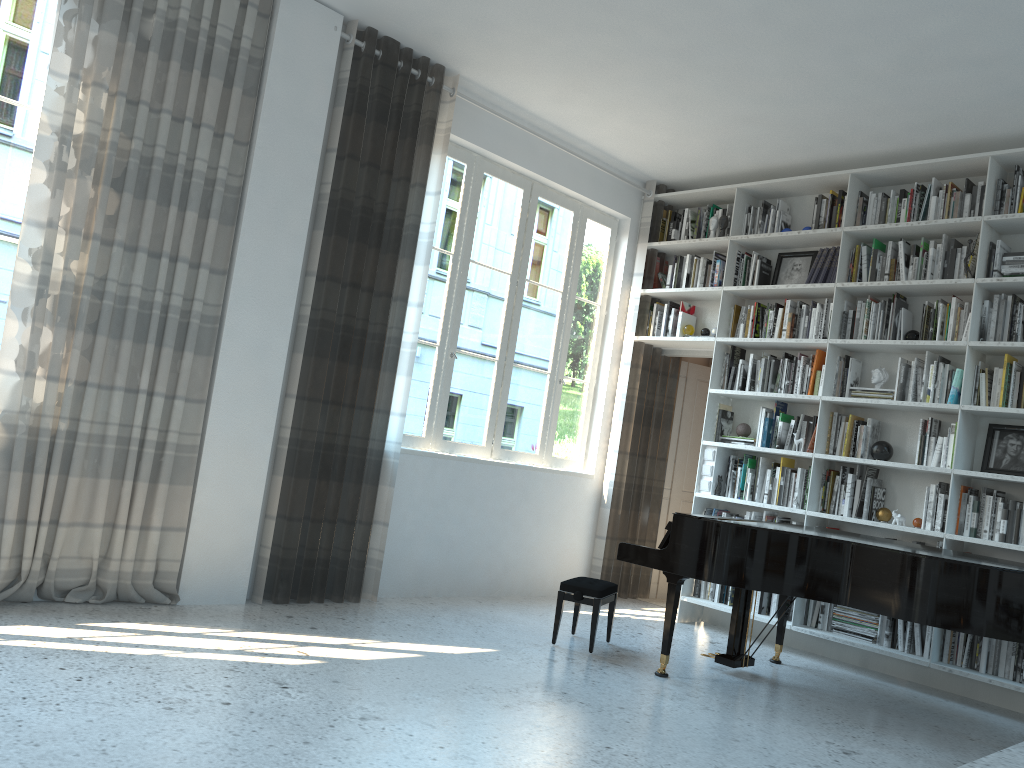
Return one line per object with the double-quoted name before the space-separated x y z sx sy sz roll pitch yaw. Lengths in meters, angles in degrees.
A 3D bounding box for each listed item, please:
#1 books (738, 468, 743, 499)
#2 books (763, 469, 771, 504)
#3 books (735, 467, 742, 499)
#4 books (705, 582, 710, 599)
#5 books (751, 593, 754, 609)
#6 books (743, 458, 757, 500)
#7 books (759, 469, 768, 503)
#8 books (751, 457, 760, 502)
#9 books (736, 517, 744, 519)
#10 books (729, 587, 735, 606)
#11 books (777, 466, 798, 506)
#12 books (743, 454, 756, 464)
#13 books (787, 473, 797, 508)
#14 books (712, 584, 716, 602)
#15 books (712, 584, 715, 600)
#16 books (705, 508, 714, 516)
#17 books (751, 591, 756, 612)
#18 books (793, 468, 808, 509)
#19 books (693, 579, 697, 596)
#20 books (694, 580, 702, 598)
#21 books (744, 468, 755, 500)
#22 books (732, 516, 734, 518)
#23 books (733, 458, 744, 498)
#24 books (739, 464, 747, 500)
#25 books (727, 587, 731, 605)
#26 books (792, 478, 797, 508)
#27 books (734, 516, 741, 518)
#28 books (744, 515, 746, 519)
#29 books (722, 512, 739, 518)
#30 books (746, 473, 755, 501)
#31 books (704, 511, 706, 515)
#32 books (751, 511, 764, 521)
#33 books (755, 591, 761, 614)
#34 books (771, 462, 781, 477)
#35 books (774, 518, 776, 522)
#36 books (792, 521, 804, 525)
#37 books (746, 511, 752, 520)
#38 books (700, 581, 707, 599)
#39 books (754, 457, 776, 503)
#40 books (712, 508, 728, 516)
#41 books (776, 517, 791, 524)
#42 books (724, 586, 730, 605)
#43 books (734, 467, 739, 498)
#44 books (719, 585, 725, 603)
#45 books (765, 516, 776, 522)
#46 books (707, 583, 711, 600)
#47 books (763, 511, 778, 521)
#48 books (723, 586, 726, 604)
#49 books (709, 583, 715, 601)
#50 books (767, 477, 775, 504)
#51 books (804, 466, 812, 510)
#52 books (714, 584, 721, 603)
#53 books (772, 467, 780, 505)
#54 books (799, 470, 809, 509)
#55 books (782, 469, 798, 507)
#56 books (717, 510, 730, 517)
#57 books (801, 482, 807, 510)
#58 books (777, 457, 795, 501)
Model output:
"books" 1.636 0.684 6.151 0.171 0.243 0.014 12 -5 -44
"books" 1.770 0.701 6.013 0.159 0.229 0.027 12 -5 -44
"books" 1.615 0.695 6.161 0.180 0.216 0.015 12 -5 -44
"books" 1.424 1.389 6.229 0.143 0.246 0.024 12 -5 -44
"books" 1.657 1.419 5.963 0.191 0.218 0.021 12 -5 -44
"books" 1.660 0.663 6.111 0.182 0.286 0.007 12 -5 -44
"books" 1.757 0.701 6.050 0.138 0.230 0.045 12 -5 -44
"books" 1.710 0.660 6.063 0.180 0.300 0.019 12 -5 -44
"books" 1.577 1.046 6.114 0.178 0.252 0.010 12 -5 -44
"books" 1.557 1.370 6.075 0.184 0.300 0.013 12 -5 -44
"books" 1.845 0.690 5.924 0.181 0.260 0.028 12 -5 -44
"books" 1.636 0.649 6.162 0.145 0.314 0.006 12 -5 -44
"books" 1.894 0.711 5.897 0.153 0.229 0.025 12 -5 -44
"books" 1.461 1.382 6.163 0.174 0.261 0.013 12 -5 -44
"books" 1.457 1.421 6.186 0.145 0.186 0.022 12 -5 -44
"books" 1.414 1.022 6.282 0.189 0.277 0.011 12 -5 -44
"books" 1.673 1.426 5.944 0.171 0.206 0.028 12 -5 -44
"books" 1.922 0.693 5.844 0.185 0.265 0.021 12 -5 -44
"books" 1.353 1.381 6.309 0.161 0.254 0.012 12 -5 -44
"books" 1.360 1.410 6.258 0.176 0.190 0.029 12 -5 -44
"books" 1.667 0.698 6.105 0.190 0.219 0.015 12 -5 -44
"books" 1.564 1.051 6.179 0.134 0.248 0.022 12 -5 -44
"books" 1.606 0.664 6.186 0.164 0.279 0.008 12 -5 -44
"books" 1.634 0.682 6.134 0.185 0.244 0.009 12 -5 -44
"books" 1.551 1.393 6.099 0.160 0.256 0.027 12 -5 -44
"books" 1.910 0.730 5.880 0.140 0.194 0.023 12 -5 -44
"books" 1.573 1.044 6.125 0.189 0.256 0.013 12 -5 -44
"books" 1.629 1.043 6.108 0.146 0.273 0.013 12 -5 -44
"books" 1.512 1.035 6.198 0.172 0.266 0.029 12 -5 -44
"books" 1.673 0.713 6.090 0.183 0.188 0.016 12 -5 -44
"books" 1.405 1.036 6.331 0.161 0.254 0.012 12 -5 -44
"books" 1.659 1.025 6.046 0.172 0.307 0.039 12 -5 -44
"books" 1.688 1.435 5.917 0.190 0.187 0.031 12 -5 -44
"books" 1.787 0.676 5.999 0.150 0.281 0.014 12 -5 -44
"books" 1.784 1.044 5.932 0.137 0.290 0.022 12 -5 -44
"books" 1.875 1.053 5.847 0.131 0.287 0.025 12 -5 -44
"books" 1.640 1.030 6.090 0.142 0.299 0.027 12 -5 -44
"books" 1.399 1.363 6.250 0.181 0.293 0.044 12 -5 -44
"books" 1.730 0.660 6.060 0.189 0.306 0.012 12 -5 -44
"books" 1.442 1.021 6.266 0.172 0.283 0.052 12 -5 -44
"books" 1.793 1.039 5.917 0.173 0.301 0.013 12 -5 -44
"books" 1.527 1.409 6.111 0.163 0.221 0.022 12 -5 -44
"books" 1.614 0.696 6.180 0.176 0.218 0.015 12 -5 -44
"books" 1.500 1.415 6.147 0.159 0.205 0.022 12 -5 -44
"books" 1.738 1.037 5.969 0.176 0.295 0.012 12 -5 -44
"books" 1.439 1.354 6.216 0.158 0.318 0.011 12 -5 -44
"books" 1.725 1.021 5.973 0.171 0.325 0.014 12 -5 -44
"books" 1.521 1.394 6.135 0.139 0.252 0.022 12 -5 -44
"books" 1.440 1.399 6.198 0.155 0.226 0.022 12 -5 -44
"books" 1.788 0.725 5.974 0.190 0.181 0.029 12 -5 -44
"books" 1.972 0.686 5.793 0.179 0.286 0.014 12 -5 -44
"books" 1.478 1.382 6.154 0.177 0.266 0.023 12 -5 -44
"books" 1.820 0.692 5.964 0.176 0.254 0.026 12 -5 -44
"books" 1.947 0.699 5.845 0.142 0.260 0.013 12 -5 -44
"books" 1.866 0.698 5.906 0.159 0.249 0.028 12 -5 -44
"books" 1.477 1.031 6.257 0.150 0.273 0.010 12 -5 -44
"books" 1.959 0.740 5.823 0.142 0.181 0.041 12 -5 -44
"books" 1.838 0.659 5.949 0.172 0.322 0.021 12 -5 -44
